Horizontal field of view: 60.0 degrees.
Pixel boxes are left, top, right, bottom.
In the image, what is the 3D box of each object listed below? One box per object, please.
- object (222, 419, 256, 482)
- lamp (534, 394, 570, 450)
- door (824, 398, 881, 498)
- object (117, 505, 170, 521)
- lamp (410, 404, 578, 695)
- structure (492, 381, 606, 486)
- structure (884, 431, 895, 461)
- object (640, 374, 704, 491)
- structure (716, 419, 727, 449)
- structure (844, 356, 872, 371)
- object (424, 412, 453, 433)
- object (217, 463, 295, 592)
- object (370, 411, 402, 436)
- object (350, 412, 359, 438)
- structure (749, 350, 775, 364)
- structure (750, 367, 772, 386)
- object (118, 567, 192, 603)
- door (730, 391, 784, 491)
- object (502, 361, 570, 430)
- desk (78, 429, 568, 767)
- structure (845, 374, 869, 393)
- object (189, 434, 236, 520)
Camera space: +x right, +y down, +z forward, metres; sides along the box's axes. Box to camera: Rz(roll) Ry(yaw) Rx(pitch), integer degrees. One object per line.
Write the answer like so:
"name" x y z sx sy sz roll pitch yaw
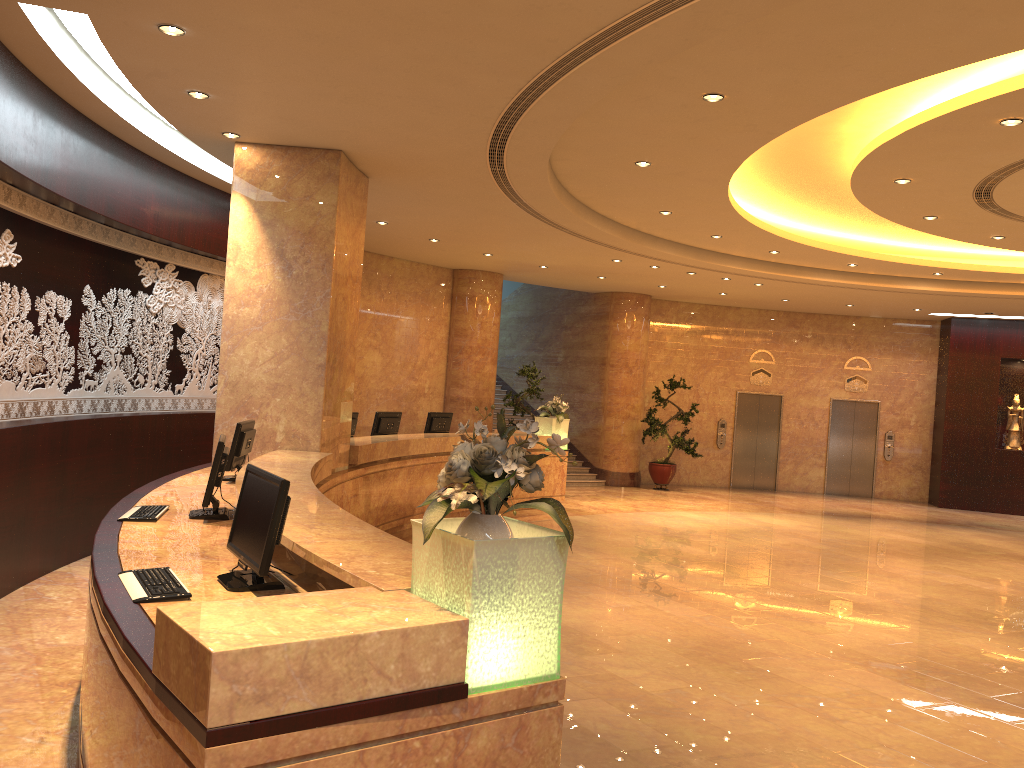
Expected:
"object" -2.273 0.556 7.413 0.430 0.500 0.531 4 0 31
"lamp" 0.685 0.603 14.405 0.532 0.897 0.606 4 0 38
"door" 7.507 1.410 19.615 1.070 2.149 0.150 4 0 5
"object" -2.244 0.785 5.415 0.215 0.034 0.526 4 0 -13
"lamp" -0.105 0.534 3.060 0.542 0.925 0.577 4 0 -29
"structure" -0.759 -0.894 20.365 9.849 5.560 7.472 4 0 -31
"structure" 8.275 1.357 19.453 0.200 0.661 0.053 4 0 9
"object" 3.191 0.987 18.026 1.250 2.363 0.843 4 0 -9
"structure" 4.592 1.094 19.417 0.200 0.661 0.053 4 0 -9
"structure" 7.637 -0.461 19.567 0.600 0.293 0.010 4 0 5
"object" -1.071 0.654 12.811 0.531 0.500 0.430 4 0 -23
"object" -1.123 0.629 3.883 0.430 0.500 0.531 4 0 6
"object" -1.656 0.609 11.630 0.531 0.500 0.430 4 0 -28
"object" -2.025 0.581 10.535 0.531 0.500 0.430 4 0 -34
"structure" 5.528 -0.611 19.552 0.600 0.293 0.010 4 0 -6
"structure" 5.496 -0.165 19.552 0.504 0.405 0.012 4 0 -6
"object" -1.501 0.834 3.709 0.215 0.034 0.526 4 0 -31
"door" 5.388 1.257 19.590 1.070 2.145 0.150 4 0 -5
"object" 0.318 0.777 15.804 1.250 2.363 0.843 4 0 40
"desk" -1.201 1.258 8.807 3.466 1.155 12.951 4 0 4
"structure" 7.607 -0.015 19.568 0.504 0.405 0.012 4 0 5
"object" -1.862 0.580 5.537 0.430 0.500 0.531 4 0 20
